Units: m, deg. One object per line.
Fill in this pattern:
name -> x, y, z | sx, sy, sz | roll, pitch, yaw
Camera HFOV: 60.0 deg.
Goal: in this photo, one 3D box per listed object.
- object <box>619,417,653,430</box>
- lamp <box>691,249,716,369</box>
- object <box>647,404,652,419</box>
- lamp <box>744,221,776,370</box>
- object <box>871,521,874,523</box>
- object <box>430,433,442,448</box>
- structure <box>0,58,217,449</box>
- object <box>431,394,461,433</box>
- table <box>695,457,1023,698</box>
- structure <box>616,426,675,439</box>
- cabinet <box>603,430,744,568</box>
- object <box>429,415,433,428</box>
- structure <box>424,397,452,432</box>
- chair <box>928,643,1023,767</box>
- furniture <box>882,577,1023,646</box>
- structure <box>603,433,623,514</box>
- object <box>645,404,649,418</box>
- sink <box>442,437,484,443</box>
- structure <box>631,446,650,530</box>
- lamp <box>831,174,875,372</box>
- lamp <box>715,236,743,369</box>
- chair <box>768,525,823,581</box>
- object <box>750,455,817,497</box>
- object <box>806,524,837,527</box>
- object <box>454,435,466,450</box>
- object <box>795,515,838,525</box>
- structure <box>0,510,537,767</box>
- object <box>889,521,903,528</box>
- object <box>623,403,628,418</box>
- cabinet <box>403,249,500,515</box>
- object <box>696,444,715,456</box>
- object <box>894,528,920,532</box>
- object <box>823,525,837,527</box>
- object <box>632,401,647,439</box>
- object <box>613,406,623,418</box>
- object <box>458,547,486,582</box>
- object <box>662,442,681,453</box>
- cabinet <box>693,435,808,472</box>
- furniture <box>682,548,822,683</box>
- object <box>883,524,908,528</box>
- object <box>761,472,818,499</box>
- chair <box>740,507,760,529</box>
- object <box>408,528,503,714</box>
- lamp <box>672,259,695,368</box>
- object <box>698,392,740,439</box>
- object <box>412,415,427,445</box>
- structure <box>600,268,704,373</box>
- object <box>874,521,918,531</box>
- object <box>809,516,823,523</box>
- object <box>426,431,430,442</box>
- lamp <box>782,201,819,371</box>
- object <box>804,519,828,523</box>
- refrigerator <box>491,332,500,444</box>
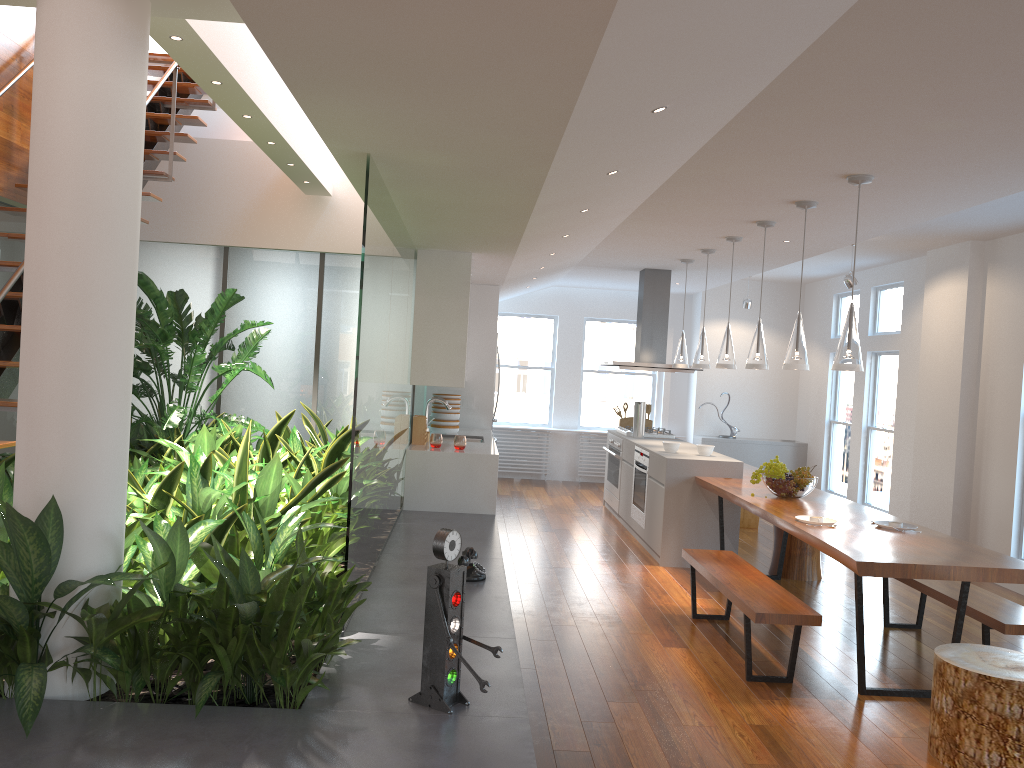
object -> 1.339, 0.437, 9.597 | 0.353, 0.157, 0.084 | 3, 1, -3
lamp -> 1.614, -0.661, 7.413 | 0.160, 1.060, 0.160 | 4, 1, 24
object -> 1.478, 0.366, 9.612 | 0.057, 0.294, 0.030 | 3, 1, -3
lamp -> 1.680, -0.628, 5.969 | 0.160, 1.060, 0.160 | 4, 1, 24
object -> 2.076, 0.775, 4.956 | 0.149, 0.014, 0.044 | 3, 1, -1
object -> -0.574, 0.430, 6.711 | 0.094, 0.106, 0.094 | 3, 1, 3
structure -> -1.692, -1.000, 4.890 | 2.552, 4.265, 4.591 | 3, 1, -3
object -> -0.619, 0.276, 8.277 | 0.267, 0.356, 0.266 | 4, 1, 23
table -> 1.779, 1.077, 6.866 | 0.893, 0.704, 5.996 | 3, 1, -3
structure -> 1.370, 0.492, 9.153 | 0.520, 0.073, 0.650 | 3, 1, -3
cabinet -> 1.385, 0.963, 8.244 | 0.597, 0.832, 2.936 | 3, 1, -3
object -> -0.675, 0.348, 8.663 | 0.265, 0.196, 0.284 | 4, 1, 39
structure -> -0.656, 0.381, 7.723 | 0.248, 0.536, 0.115 | 3, 1, -3
chair -> 1.922, 1.303, 3.531 | 0.460, 0.400, 0.460 | 3, 1, 7
furniture -> 2.432, 1.315, 4.895 | 0.316, 0.389, 1.433 | 3, 1, -3
structure -> 1.304, 0.915, 9.148 | 0.649, 0.735, 0.890 | 3, 1, -3
object -> 1.442, 0.365, 9.593 | 0.068, 0.298, 0.039 | 3, 1, -3
sink -> -0.472, 0.589, 7.708 | 0.449, 0.192, 0.666 | 3, 1, -3
structure -> 1.124, 0.889, 7.726 | 0.072, 0.648, 0.644 | 3, 1, -3
lamp -> 1.747, -0.595, 4.524 | 0.160, 1.060, 0.160 | 4, 1, 24
lamp -> 1.647, -0.645, 6.691 | 0.160, 1.060, 0.160 | 4, 1, 24
chair -> 2.172, 1.232, 6.760 | 0.396, 0.455, 0.402 | 3, 1, -13
object -> 1.801, 0.612, 5.854 | 0.394, 0.284, 0.292 | 2, 1, -39
object -> 1.659, 0.759, 4.759 | 0.164, 0.006, 0.017 | 3, 1, 2
object -> -0.391, 0.441, 6.673 | 0.094, 0.106, 0.094 | 3, 1, 3
object -> 1.668, 0.750, 4.861 | 0.222, 0.020, 0.222 | 4, 1, 38
structure -> -1.571, 1.109, 4.280 | 3.088, 0.386, 5.584 | 3, 1, -3
object -> 2.091, 0.769, 4.833 | 0.079, 0.030, 0.070 | 4, 2, 41
object -> 1.225, 0.350, 9.600 | 0.055, 0.299, 0.027 | 3, 1, -3
cabinet -> -0.517, 0.132, 8.729 | 0.676, 2.280, 4.565 | 3, 1, -3
object -> 1.560, 0.537, 7.162 | 0.152, 0.082, 0.152 | 2, 2, -42
object -> 2.109, 0.777, 4.728 | 0.158, 0.017, 0.019 | 3, 1, -8
object -> 1.660, 0.756, 4.726 | 0.149, 0.014, 0.044 | 3, 1, -4
object -> 1.257, 0.352, 8.686 | 0.172, 0.356, 0.120 | 2, 2, -45
object -> 1.187, 0.366, 9.596 | 0.199, 0.259, 0.016 | 3, 1, 8
object -> -0.233, 0.912, 4.513 | 0.216, 0.155, 0.181 | 2, 1, -38
object -> 1.305, 0.520, 7.274 | 0.152, 0.082, 0.152 | 4, 1, 37
cabinet -> 2.918, 1.044, 10.971 | 1.309, 0.725, 0.420 | 3, 1, -3
furniture -> 1.243, 1.247, 4.839 | 0.316, 0.389, 1.433 | 3, 1, -3
object -> 2.090, 0.780, 4.833 | 0.124, 0.011, 0.124 | 3, 1, -20
object -> 1.824, 0.676, 5.842 | 0.360, 0.159, 0.360 | 2, 1, -39
chair -> 2.275, 1.200, 8.982 | 0.344, 0.430, 0.549 | 3, 1, 1
object -> -0.158, 0.749, 2.795 | 0.318, 0.565, 0.134 | 4, 1, 34
lamp -> 1.581, -0.677, 8.135 | 0.160, 1.060, 0.160 | 4, 1, 24
object -> 2.574, 0.379, 10.896 | 0.590, 0.563, 0.210 | 3, 1, -31
object -> -0.724, 0.361, 6.974 | 0.104, 0.222, 0.200 | 3, 1, -3
structure -> 1.451, -0.836, 9.100 | 0.909, 1.405, 0.900 | 3, 1, -3
object -> 2.090, 0.775, 4.833 | 0.222, 0.020, 0.222 | 3, 1, -11
object -> 1.668, 0.744, 4.860 | 0.070, 0.030, 0.079 | 2, 1, -39
object -> -0.723, 0.382, 7.222 | 0.100, 0.170, 0.173 | 3, 1, -1
lamp -> 1.714, -0.612, 5.247 | 0.160, 1.060, 0.160 | 4, 1, 24
object -> 1.667, 0.754, 4.861 | 0.124, 0.011, 0.124 | 4, 1, 19
refrigerator -> -0.509, 0.333, 9.478 | 0.725, 1.772, 0.908 | 3, 1, -3
